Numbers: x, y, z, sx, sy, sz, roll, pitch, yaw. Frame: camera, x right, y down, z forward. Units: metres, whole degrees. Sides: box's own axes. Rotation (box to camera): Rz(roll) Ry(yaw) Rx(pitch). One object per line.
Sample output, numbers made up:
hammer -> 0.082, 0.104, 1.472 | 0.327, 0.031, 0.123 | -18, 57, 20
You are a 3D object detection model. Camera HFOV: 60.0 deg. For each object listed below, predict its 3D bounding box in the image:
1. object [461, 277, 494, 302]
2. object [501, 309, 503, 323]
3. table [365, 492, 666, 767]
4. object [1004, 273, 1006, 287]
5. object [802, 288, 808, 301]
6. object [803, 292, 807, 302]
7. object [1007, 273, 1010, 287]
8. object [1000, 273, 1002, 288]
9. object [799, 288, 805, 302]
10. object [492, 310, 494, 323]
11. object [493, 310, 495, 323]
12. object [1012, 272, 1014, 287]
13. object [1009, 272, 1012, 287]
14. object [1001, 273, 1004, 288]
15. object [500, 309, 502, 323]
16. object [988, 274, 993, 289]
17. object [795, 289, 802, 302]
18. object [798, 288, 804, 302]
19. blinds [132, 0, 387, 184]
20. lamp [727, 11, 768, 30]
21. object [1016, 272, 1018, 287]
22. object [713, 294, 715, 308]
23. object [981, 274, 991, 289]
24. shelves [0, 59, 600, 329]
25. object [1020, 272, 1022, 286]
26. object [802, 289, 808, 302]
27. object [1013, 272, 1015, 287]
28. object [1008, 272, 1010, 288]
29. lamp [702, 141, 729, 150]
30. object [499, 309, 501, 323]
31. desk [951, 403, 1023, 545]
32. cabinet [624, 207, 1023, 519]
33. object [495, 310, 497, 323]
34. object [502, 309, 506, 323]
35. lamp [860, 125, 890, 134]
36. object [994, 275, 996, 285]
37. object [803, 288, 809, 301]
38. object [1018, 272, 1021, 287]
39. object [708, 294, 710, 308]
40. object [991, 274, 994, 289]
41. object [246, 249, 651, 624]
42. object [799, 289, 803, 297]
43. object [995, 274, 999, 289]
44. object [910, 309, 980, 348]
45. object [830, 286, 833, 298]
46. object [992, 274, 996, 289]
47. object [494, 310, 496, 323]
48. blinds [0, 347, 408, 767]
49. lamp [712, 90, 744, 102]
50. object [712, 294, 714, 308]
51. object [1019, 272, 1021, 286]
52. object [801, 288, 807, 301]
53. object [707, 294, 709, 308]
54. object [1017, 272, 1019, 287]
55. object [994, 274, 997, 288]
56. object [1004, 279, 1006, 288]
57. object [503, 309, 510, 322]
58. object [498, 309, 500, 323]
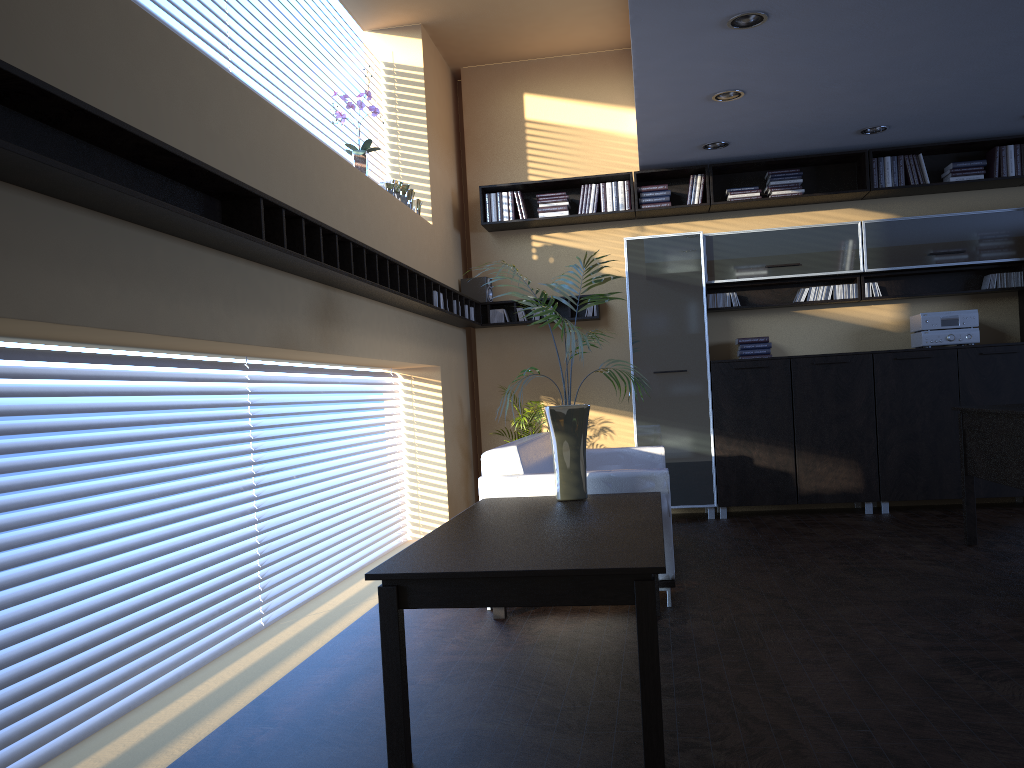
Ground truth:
object -> -0.313, -0.839, 8.023 | 0.254, 0.229, 0.159 | -3, 0, 19
object -> -0.078, -0.608, 7.981 | 0.009, 0.120, 0.142 | -3, 0, 9
table -> 0.163, 0.855, 3.543 | 0.898, 0.603, 1.894 | -3, -1, 9
object -> 4.037, -0.847, 7.303 | 0.006, 0.118, 0.140 | -3, 0, 9
object -> 2.488, -0.753, 7.569 | 0.055, 0.110, 0.140 | -3, 0, 9
object -> 2.498, -0.754, 7.572 | 0.059, 0.113, 0.142 | -3, 0, 9
object -> 4.069, -0.848, 7.306 | 0.009, 0.120, 0.142 | -3, 0, 9
object -> 4.010, -0.845, 7.320 | 0.009, 0.120, 0.142 | -3, 0, 9
object -> 2.467, -0.752, 7.571 | 0.059, 0.113, 0.142 | -3, 0, 9
object -> -0.160, -0.603, 7.994 | 0.009, 0.120, 0.142 | -3, 0, 9
object -> -0.150, -0.604, 7.992 | 0.009, 0.120, 0.142 | -3, 0, 9
object -> 4.098, -0.850, 7.299 | 0.006, 0.118, 0.140 | -3, 0, 9
object -> 4.078, -0.849, 7.301 | 0.009, 0.120, 0.142 | -3, 0, 9
object -> 4.018, -0.846, 7.308 | 0.009, 0.120, 0.142 | -3, 0, 9
object -> -0.089, -0.607, 7.983 | 0.009, 0.120, 0.142 | -3, 0, 9
object -> 3.940, -0.840, 7.336 | 0.030, 0.120, 0.142 | -3, 0, 9
object -> 2.437, -0.751, 7.571 | 0.059, 0.113, 0.142 | -3, 0, 9
object -> 2.458, -0.752, 7.573 | 0.059, 0.113, 0.142 | -3, 0, 9
blinds -> -1.470, -2.001, 4.499 | 0.039, 1.461, 5.390 | -3, -1, 9
lamp -> 1.234, -1.954, 4.660 | 0.209, 0.096, 0.208 | -3, -1, -21
object -> 4.128, -0.852, 7.294 | 0.009, 0.120, 0.142 | -3, 0, 9
object -> 1.749, -0.714, 7.690 | 0.009, 0.120, 0.142 | -3, 0, 9
object -> 3.925, -0.839, 7.338 | 0.040, 0.118, 0.142 | -3, 0, 9
shelves -> -0.348, -0.667, 4.795 | 1.249, 0.213, 6.621 | -3, -1, 9
object -> 4.158, -0.854, 7.287 | 0.009, 0.120, 0.142 | -3, 0, 9
object -> 2.488, -0.753, 7.570 | 0.059, 0.113, 0.142 | -3, 0, 9
object -> 4.109, -0.851, 7.299 | 0.009, 0.120, 0.142 | -3, 0, 9
object -> 4.069, -0.848, 7.305 | 0.009, 0.124, 0.142 | -3, 0, 9
lamp -> 1.614, -1.939, 7.043 | 0.209, 0.096, 0.208 | -3, -1, 27
object -> -0.099, -0.607, 7.984 | 0.009, 0.120, 0.142 | -3, 0, 9
desk -> 3.184, 0.562, 4.764 | 0.914, 0.890, 1.894 | -3, -1, 9
cabinet -> 2.953, -0.142, 7.382 | 3.877, 2.400, 0.490 | -3, 1, 9
object -> -0.129, -0.605, 7.989 | 0.009, 0.120, 0.142 | -3, 0, 9
object -> -0.068, -0.608, 7.979 | 0.009, 0.120, 0.142 | -3, 0, 9
lamp -> 2.803, -2.008, 6.852 | 0.209, 0.096, 0.208 | -3, -1, 3
object -> 3.970, -0.842, 7.329 | 0.030, 0.120, 0.142 | -3, 0, 9
object -> 2.497, -0.754, 7.565 | 0.055, 0.110, 0.140 | -3, 0, 9
object -> 4.149, -0.853, 7.295 | 0.009, 0.120, 0.142 | -3, 0, 9
object -> 1.708, -0.711, 7.690 | 0.009, 0.120, 0.142 | -3, 0, 9
object -> 3.950, -0.841, 7.334 | 0.030, 0.120, 0.142 | -3, 0, 9
object -> -0.260, 0.265, 4.540 | 1.897, 1.860, 1.039 | -3, 0, 29
object -> 2.448, -0.751, 7.580 | 0.059, 0.113, 0.142 | -3, 0, 9
object -> 3.990, -0.844, 7.325 | 0.009, 0.120, 0.142 | -3, 0, 9
object -> 3.534, -0.442, 7.250 | 0.430, 0.282, 0.363 | -3, 0, 9
object -> 2.698, -0.769, 7.531 | 0.036, 0.116, 0.140 | -3, 0, 9
object -> 3.960, -0.842, 7.332 | 0.030, 0.120, 0.142 | -3, 0, 9
object -> -0.139, -0.604, 7.991 | 0.009, 0.120, 0.142 | -3, 0, 9
blinds -> -1.327, 0.572, 4.527 | 0.047, 1.367, 5.390 | -3, -1, 9
lamp -> 1.424, -1.947, 5.851 | 0.209, 0.096, 0.208 | -3, -1, -9
object -> 1.738, -0.713, 7.686 | 0.009, 0.120, 0.142 | -3, 0, 9
object -> 4.147, -0.853, 7.288 | 0.006, 0.118, 0.140 | -3, 0, 9
object -> 2.477, -0.753, 7.566 | 0.055, 0.110, 0.140 | -3, 0, 9
object -> 1.698, -0.711, 7.694 | 0.009, 0.120, 0.142 | -3, 0, 9
object -> 4.138, -0.852, 7.297 | 0.006, 0.118, 0.140 | -3, 0, 9
object -> 3.968, -0.842, 7.321 | 0.026, 0.117, 0.140 | -3, 0, 9
object -> 4.040, -0.847, 7.314 | 0.009, 0.120, 0.142 | -3, 0, 9
object -> -0.044, -0.608, 7.976 | 0.040, 0.118, 0.142 | -3, 0, 9
object -> -0.109, -0.606, 7.986 | 0.009, 0.120, 0.142 | -3, 0, 9
